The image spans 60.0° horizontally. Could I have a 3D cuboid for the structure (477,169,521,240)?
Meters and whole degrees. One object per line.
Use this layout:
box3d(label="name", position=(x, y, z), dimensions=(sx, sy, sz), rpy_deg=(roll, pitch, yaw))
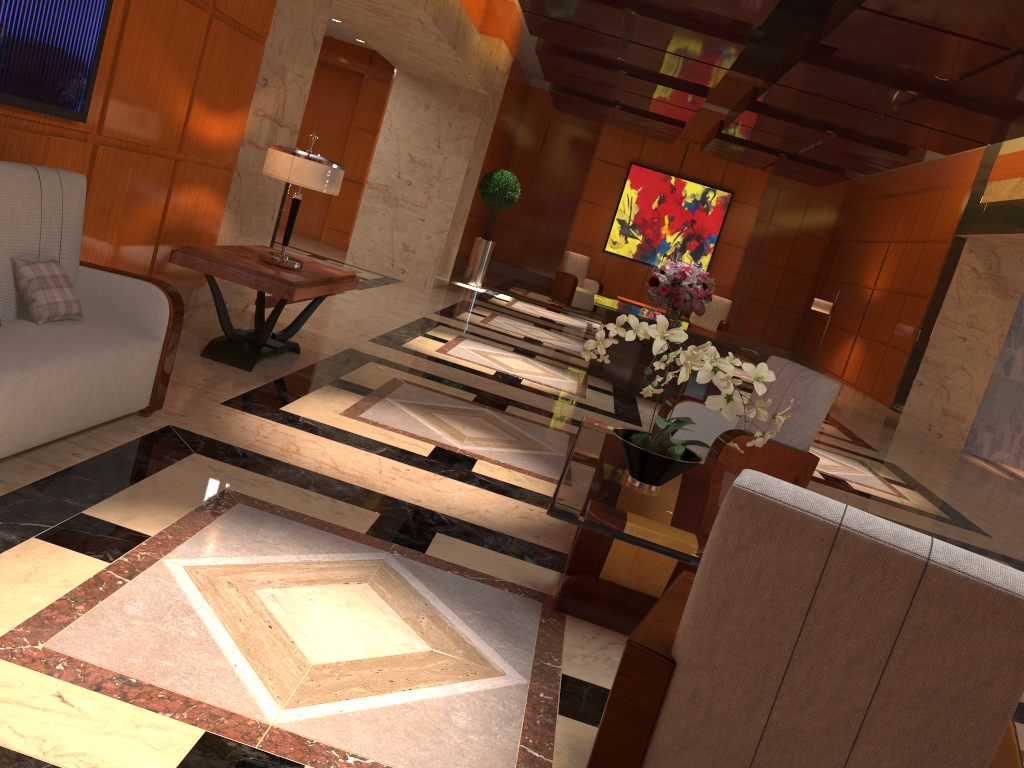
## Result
box3d(label="structure", position=(-0.349, -2.703, 14.582), dimensions=(0.719, 1.703, 0.728), rpy_deg=(14, 9, -19))

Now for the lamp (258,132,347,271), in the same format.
box3d(label="lamp", position=(-1.269, -1.088, 5.229), dimensions=(0.460, 0.805, 0.460), rpy_deg=(19, 9, 12))

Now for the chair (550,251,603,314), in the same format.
box3d(label="chair", position=(1.221, -1.871, 16.216), dimensions=(0.735, 0.955, 0.634), rpy_deg=(10, 11, -37))

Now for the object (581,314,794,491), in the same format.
box3d(label="object", position=(0.584, 0.084, 3.179), dimensions=(0.786, 0.614, 0.421), rpy_deg=(14, 10, -19))

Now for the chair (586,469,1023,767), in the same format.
box3d(label="chair", position=(0.628, 0.681, 1.849), dimensions=(0.741, 0.955, 0.629), rpy_deg=(21, 10, 22))

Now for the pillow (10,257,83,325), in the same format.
box3d(label="pillow", position=(-1.769, -0.350, 3.385), dimensions=(0.202, 0.228, 0.274), rpy_deg=(18, 10, 5))

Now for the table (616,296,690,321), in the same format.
box3d(label="table", position=(2.160, -0.965, 14.167), dimensions=(1.168, 0.531, 0.728), rpy_deg=(17, 10, 3))

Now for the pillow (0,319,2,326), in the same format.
box3d(label="pillow", position=(-1.842, -0.304, 2.943), dimensions=(0.160, 0.251, 0.360), rpy_deg=(17, 10, 0))

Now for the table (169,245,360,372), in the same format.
box3d(label="table", position=(-1.524, -0.464, 5.468), dimensions=(0.726, 0.603, 1.277), rpy_deg=(17, 10, 3))

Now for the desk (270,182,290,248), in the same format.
box3d(label="desk", position=(-3.457, -2.150, 9.716), dimensions=(0.942, 1.134, 2.941), rpy_deg=(17, 10, 3))

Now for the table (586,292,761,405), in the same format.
box3d(label="table", position=(1.487, -0.295, 8.987), dimensions=(1.601, 0.741, 1.609), rpy_deg=(17, 10, 3))

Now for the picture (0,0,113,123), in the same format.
box3d(label="picture", position=(-1.785, -1.677, 2.801), dimensions=(0.056, 1.444, 2.007), rpy_deg=(17, 10, 3))

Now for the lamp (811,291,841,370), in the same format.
box3d(label="lamp", position=(5.120, -0.781, 14.806), dimensions=(0.526, 1.652, 0.362), rpy_deg=(16, 8, -7))

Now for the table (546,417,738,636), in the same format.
box3d(label="table", position=(0.489, 0.607, 3.372), dimensions=(0.723, 0.493, 1.567), rpy_deg=(18, 10, 6))

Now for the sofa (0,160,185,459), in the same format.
box3d(label="sofa", position=(-1.785, -0.250, 2.964), dimensions=(0.613, 0.927, 1.808), rpy_deg=(17, 10, 3))

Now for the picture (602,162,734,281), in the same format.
box3d(label="picture", position=(2.910, -3.020, 16.561), dimensions=(1.998, 1.727, 0.057), rpy_deg=(17, 8, 3))

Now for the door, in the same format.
box3d(label="door", position=(-3.201, -3.679, 13.895), dimensions=(1.287, 2.682, 0.342), rpy_deg=(17, 8, 3))

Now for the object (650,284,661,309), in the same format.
box3d(label="object", position=(2.339, -1.498, 14.115), dimensions=(0.352, 0.593, 0.327), rpy_deg=(21, 9, 23))

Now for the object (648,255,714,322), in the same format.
box3d(label="object", position=(1.689, -0.953, 8.868), dimensions=(0.649, 0.655, 0.685), rpy_deg=(16, 9, -6))

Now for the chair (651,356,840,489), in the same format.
box3d(label="chair", position=(1.206, 0.299, 4.778), dimensions=(0.627, 0.955, 0.744), rpy_deg=(14, 9, -18))

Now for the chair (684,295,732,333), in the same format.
box3d(label="chair", position=(3.541, -1.141, 16.076), dimensions=(0.741, 0.955, 0.629), rpy_deg=(21, 10, 22))
